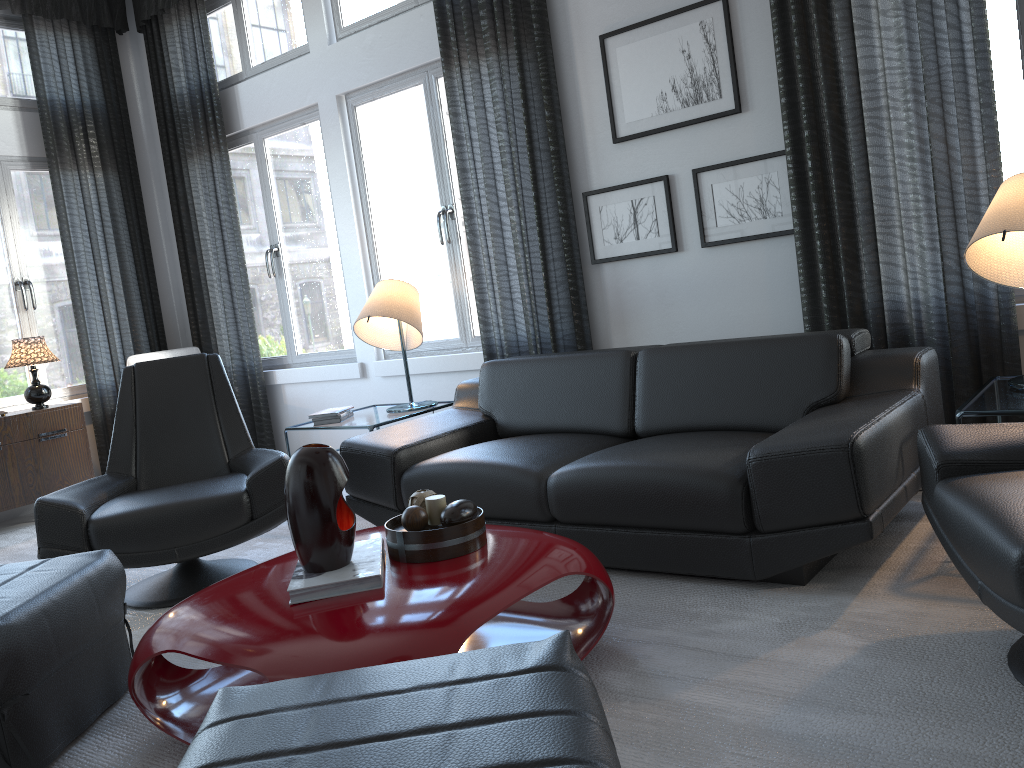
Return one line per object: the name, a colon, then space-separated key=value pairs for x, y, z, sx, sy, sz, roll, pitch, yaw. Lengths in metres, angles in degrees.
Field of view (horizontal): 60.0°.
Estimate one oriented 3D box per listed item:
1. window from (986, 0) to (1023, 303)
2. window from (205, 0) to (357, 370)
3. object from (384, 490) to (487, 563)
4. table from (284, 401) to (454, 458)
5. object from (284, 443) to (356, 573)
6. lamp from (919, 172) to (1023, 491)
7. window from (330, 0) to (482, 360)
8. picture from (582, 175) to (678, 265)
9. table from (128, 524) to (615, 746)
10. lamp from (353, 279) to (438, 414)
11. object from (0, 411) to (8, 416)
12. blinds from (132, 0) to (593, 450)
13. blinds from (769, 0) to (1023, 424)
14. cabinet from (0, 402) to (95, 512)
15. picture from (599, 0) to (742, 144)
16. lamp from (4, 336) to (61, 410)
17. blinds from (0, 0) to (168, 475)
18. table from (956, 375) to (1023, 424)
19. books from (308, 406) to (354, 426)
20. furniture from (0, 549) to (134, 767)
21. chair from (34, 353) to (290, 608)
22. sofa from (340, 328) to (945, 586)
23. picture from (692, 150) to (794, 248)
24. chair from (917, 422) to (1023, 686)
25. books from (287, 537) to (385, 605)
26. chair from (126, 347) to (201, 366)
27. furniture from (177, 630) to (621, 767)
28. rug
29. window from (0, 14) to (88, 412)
window: x=1.694 y=-1.427 z=2.904 sx=1.266 sy=2.317 sz=0.134 roll=-5 pitch=5 yaw=38
window: x=-1.500 y=-1.241 z=5.384 sx=1.266 sy=2.317 sz=0.134 roll=-5 pitch=5 yaw=38
object: x=-0.188 y=0.334 z=2.148 sx=0.243 sy=0.133 sz=0.242 roll=-9 pitch=6 yaw=-14
table: x=-0.622 y=0.343 z=4.155 sx=0.592 sy=0.409 sz=0.596 roll=-4 pitch=7 yaw=38
object: x=-0.435 y=0.275 z=2.005 sx=0.151 sy=0.279 sz=0.153 roll=-9 pitch=4 yaw=-12
lamp: x=1.359 y=-0.115 z=2.899 sx=0.476 sy=1.012 sz=1.168 roll=-10 pitch=5 yaw=-26
window: x=-0.382 y=-1.306 z=4.516 sx=1.266 sy=2.317 sz=0.134 roll=-5 pitch=5 yaw=38
picture: x=0.510 y=-0.711 z=3.875 sx=0.427 sy=0.325 sz=0.020 roll=-4 pitch=5 yaw=38
table: x=-0.312 y=0.571 z=2.103 sx=0.938 sy=0.299 sz=0.946 roll=-4 pitch=7 yaw=37
lamp: x=-0.097 y=-0.030 z=4.030 sx=1.166 sy=1.012 sz=0.476 roll=-7 pitch=4 yaw=12
object: x=-2.878 y=0.116 z=4.592 sx=0.180 sy=0.180 sz=0.408 roll=-4 pitch=7 yaw=38
blinds: x=-1.018 y=-1.129 z=4.851 sx=3.207 sy=3.269 sz=0.189 roll=-4 pitch=5 yaw=38
blinds: x=2.196 y=-1.316 z=2.356 sx=3.207 sy=3.269 sz=0.189 roll=-4 pitch=5 yaw=38
cabinet: x=-2.926 y=0.530 z=4.537 sx=0.385 sy=0.611 sz=1.405 roll=-5 pitch=7 yaw=38
picture: x=0.643 y=-1.291 z=3.672 sx=0.587 sy=0.466 sz=0.020 roll=-4 pitch=5 yaw=38
lamp: x=-2.640 y=-0.059 z=4.896 sx=0.281 sy=0.396 sz=0.281 roll=-10 pitch=5 yaw=-26
blinds: x=-3.254 y=-0.783 z=4.557 sx=0.188 sy=3.268 sz=3.227 roll=-5 pitch=6 yaw=38
table: x=1.612 y=0.213 z=2.421 sx=0.592 sy=0.409 sz=0.596 roll=-4 pitch=7 yaw=38
books: x=-0.840 y=0.149 z=4.134 sx=0.160 sy=0.050 sz=0.216 roll=-7 pitch=6 yaw=10
furniture: x=-1.318 y=0.678 z=2.119 sx=0.614 sy=0.377 sz=0.601 roll=-8 pitch=5 yaw=2
chair: x=-1.236 y=0.314 z=3.277 sx=0.841 sy=0.808 sz=0.806 roll=-9 pitch=5 yaw=-14
sofa: x=0.376 y=0.208 z=3.066 sx=1.902 sy=0.615 sz=0.941 roll=-3 pitch=7 yaw=38
picture: x=0.936 y=-0.736 z=3.545 sx=0.427 sy=0.325 sz=0.020 roll=-4 pitch=5 yaw=38
chair: x=1.261 y=0.137 z=1.639 sx=0.804 sy=0.808 sz=0.844 roll=-7 pitch=5 yaw=11
books: x=-0.395 y=0.423 z=2.037 sx=0.201 sy=0.030 sz=0.307 roll=-9 pitch=6 yaw=-7
chair: x=-2.037 y=0.208 z=5.359 sx=0.595 sy=0.821 sz=0.613 roll=-10 pitch=5 yaw=-22
furniture: x=-0.141 y=0.621 z=1.103 sx=0.599 sy=0.377 sz=0.615 roll=-8 pitch=5 yaw=-3
rug: x=0.254 y=0.635 z=2.145 sx=7.757 sy=0.032 sz=2.968 roll=-3 pitch=8 yaw=38
window: x=-2.948 y=-1.017 z=5.189 sx=0.133 sy=2.317 sz=1.274 roll=-5 pitch=5 yaw=38
